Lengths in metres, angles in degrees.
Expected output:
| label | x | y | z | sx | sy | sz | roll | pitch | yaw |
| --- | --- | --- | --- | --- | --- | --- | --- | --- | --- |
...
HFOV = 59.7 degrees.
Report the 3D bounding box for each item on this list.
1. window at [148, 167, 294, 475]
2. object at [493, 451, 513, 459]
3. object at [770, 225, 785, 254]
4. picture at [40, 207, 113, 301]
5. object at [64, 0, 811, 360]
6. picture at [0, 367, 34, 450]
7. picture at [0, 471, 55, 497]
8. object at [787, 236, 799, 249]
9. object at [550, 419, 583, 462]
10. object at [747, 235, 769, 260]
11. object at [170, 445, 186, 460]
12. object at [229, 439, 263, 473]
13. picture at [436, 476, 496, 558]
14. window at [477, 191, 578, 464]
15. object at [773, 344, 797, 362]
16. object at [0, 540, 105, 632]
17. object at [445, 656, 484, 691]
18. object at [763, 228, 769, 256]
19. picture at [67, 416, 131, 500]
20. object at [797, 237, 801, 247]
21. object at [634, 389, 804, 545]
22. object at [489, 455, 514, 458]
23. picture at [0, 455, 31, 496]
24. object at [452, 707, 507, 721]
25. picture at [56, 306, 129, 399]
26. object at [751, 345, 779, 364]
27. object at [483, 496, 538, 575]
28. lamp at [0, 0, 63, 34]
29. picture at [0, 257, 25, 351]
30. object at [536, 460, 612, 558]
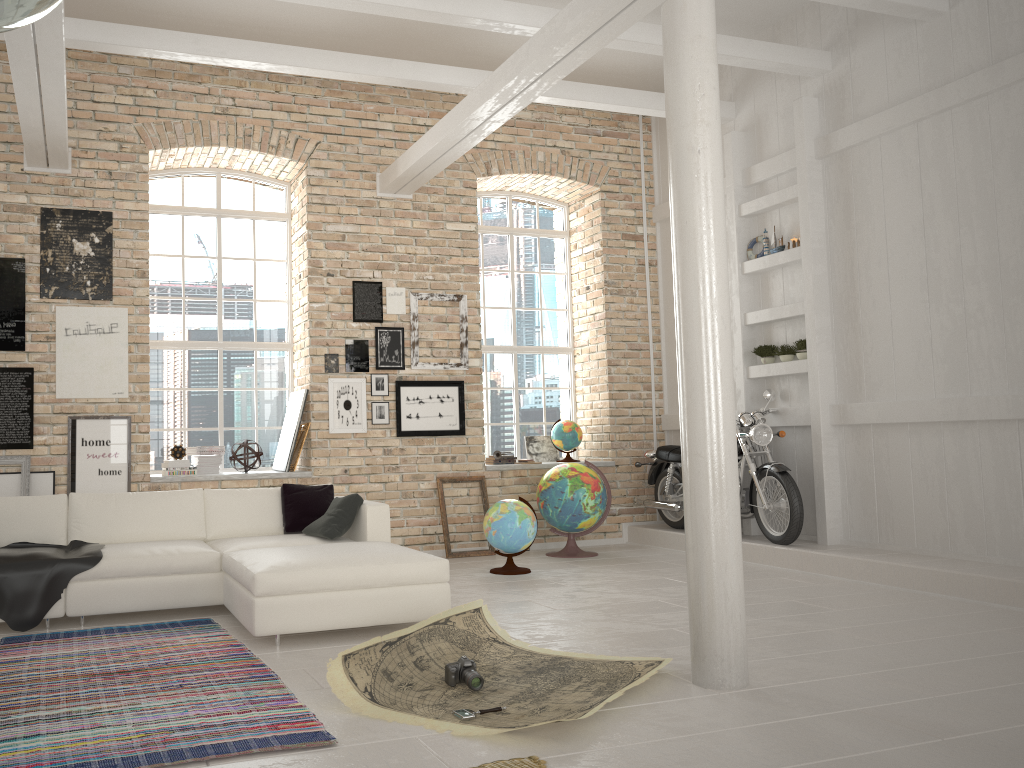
| label | x | y | z | sx | sy | sz | roll | pitch | yaw |
| --- | --- | --- | --- | --- | --- | --- | --- | --- | --- |
| window | -0.259 | -1.023 | 3.386 | 1.362 | 2.990 | 11.978 | 0 | -4 | -26 |
| object | -0.087 | 0.721 | 9.123 | 0.098 | 0.090 | 0.458 | -3 | -4 | 16 |
| object | 2.342 | -1.282 | 7.880 | 0.062 | 0.261 | 0.238 | -1 | -4 | -12 |
| picture | -3.731 | -1.109 | 7.645 | 0.563 | 0.784 | 0.038 | 0 | -4 | -20 |
| object | -0.658 | -1.064 | 3.274 | 9.674 | 4.801 | 12.407 | 0 | -4 | -24 |
| picture | -4.222 | 0.202 | 7.359 | 0.489 | 0.681 | 0.067 | 0 | -4 | -20 |
| picture | -4.035 | 1.005 | 7.270 | 0.550 | 0.569 | 0.153 | 0 | -4 | -21 |
| object | 2.450 | -1.220 | 7.744 | 0.105 | 0.120 | 0.109 | -1 | -4 | -6 |
| object | 0.580 | 0.598 | 9.411 | 0.318 | 0.465 | 0.341 | 0 | -4 | -18 |
| object | 2.255 | -1.246 | 8.180 | 0.066 | 0.229 | 0.248 | 1 | -4 | -34 |
| object | -2.989 | 0.611 | 7.988 | 0.144 | 0.137 | 0.141 | -2 | -4 | 4 |
| object | -2.426 | 0.659 | 8.133 | 0.288 | 0.308 | 0.325 | 1 | -4 | -32 |
| picture | -0.440 | 1.264 | 8.530 | 0.484 | 0.748 | 0.232 | 0 | -4 | -21 |
| window | 2.607 | -1.024 | 4.439 | 1.362 | 2.990 | 11.978 | 0 | -4 | -26 |
| object | 2.403 | -0.269 | 7.802 | 0.218 | 0.158 | 0.237 | 1 | -4 | -31 |
| object | -3.076 | 1.278 | 5.719 | 0.852 | 0.464 | 0.814 | 0 | -4 | -25 |
| object | -0.205 | 1.288 | 3.972 | 0.142 | 0.124 | 0.177 | 0 | -4 | -24 |
| object | 2.293 | -1.274 | 8.048 | 0.070 | 0.267 | 0.064 | -3 | -4 | 21 |
| picture | -3.500 | 0.649 | 7.567 | 0.496 | 0.756 | 0.013 | 0 | -4 | -20 |
| object | 2.502 | -1.212 | 7.635 | 0.113 | 0.088 | 0.101 | -3 | -4 | 18 |
| object | 1.866 | 0.731 | 8.174 | 0.770 | 1.329 | 2.287 | 1 | -4 | -30 |
| object | -0.110 | 0.738 | 9.093 | 0.204 | 0.021 | 0.166 | 0 | -4 | -23 |
| picture | -4.166 | 0.871 | 7.159 | 0.520 | 0.582 | 0.296 | 0 | -4 | -22 |
| object | -0.120 | 1.310 | 3.562 | 0.216 | 0.019 | 0.102 | 0 | -4 | -26 |
| picture | -3.582 | -0.268 | 7.610 | 0.564 | 0.785 | 0.038 | 0 | -4 | -20 |
| object | 2.277 | -0.264 | 8.012 | 0.245 | 0.180 | 0.236 | -4 | -5 | 37 |
| object | -0.014 | 1.256 | 7.415 | 0.467 | 0.631 | 0.429 | -3 | -4 | 17 |
| lamp | -1.091 | -1.469 | 1.763 | 0.494 | 1.600 | 0.510 | -1 | -4 | -9 |
| picture | -4.340 | -0.664 | 7.371 | 0.565 | 0.785 | 0.038 | 0 | -4 | -20 |
| object | 0.565 | 1.181 | 8.422 | 0.700 | 0.924 | 0.610 | -5 | -5 | 42 |
